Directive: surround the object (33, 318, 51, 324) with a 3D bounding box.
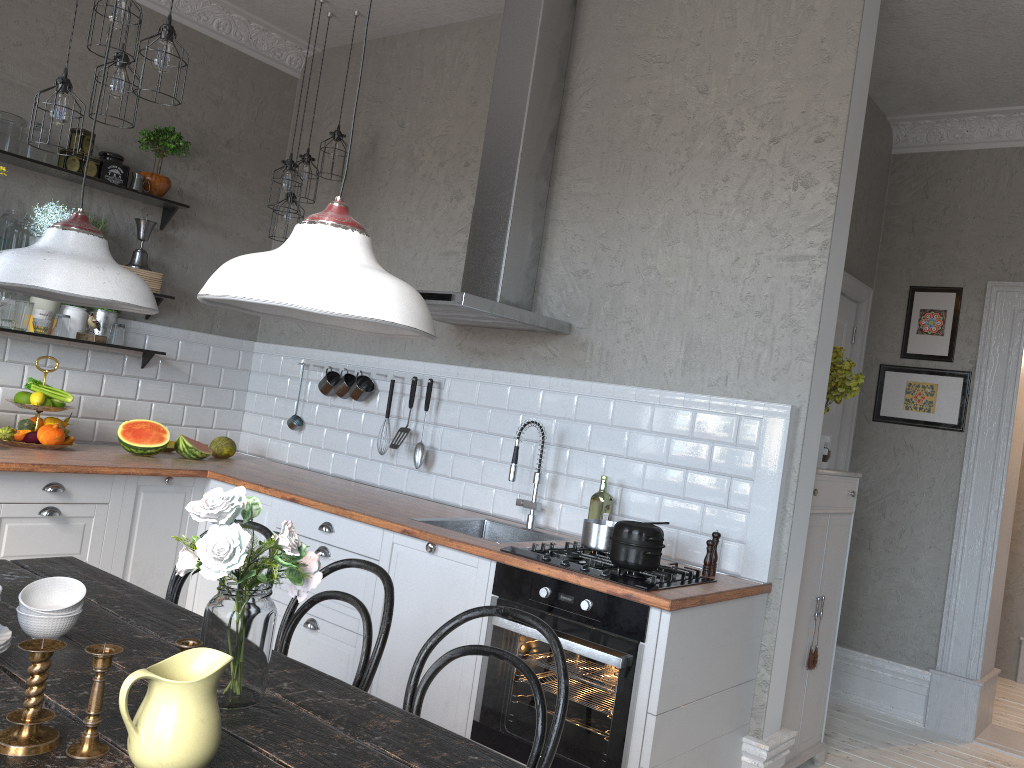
[{"bbox_3d":[-2.222,-0.281,4.181,0.076,0.051,0.078,8,-2,31],"label":"object"}]

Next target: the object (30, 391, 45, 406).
[{"bbox_3d":[-2.164,0.067,4.037,0.060,0.069,0.077,9,-2,-32],"label":"object"}]

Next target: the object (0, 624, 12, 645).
[{"bbox_3d":[-1.094,0.490,1.691,0.242,0.027,0.233,9,-2,-29],"label":"object"}]

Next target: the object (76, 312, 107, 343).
[{"bbox_3d":[-2.087,-0.283,4.423,0.100,0.147,0.119,8,-2,6],"label":"object"}]

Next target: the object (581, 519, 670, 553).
[{"bbox_3d":[0.411,0.557,3.321,0.307,0.134,0.172,9,-2,-18],"label":"object"}]

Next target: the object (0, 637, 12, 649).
[{"bbox_3d":[-1.095,0.498,1.691,0.236,0.027,0.238,8,-1,6],"label":"object"}]

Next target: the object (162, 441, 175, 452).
[{"bbox_3d":[-1.838,0.325,4.670,0.101,0.067,0.203,7,-2,45],"label":"object"}]

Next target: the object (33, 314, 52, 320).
[{"bbox_3d":[-2.220,-0.298,4.182,0.079,0.051,0.076,9,-2,-33],"label":"object"}]

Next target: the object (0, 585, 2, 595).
[{"bbox_3d":[-1.086,0.434,1.693,0.176,0.094,0.183,8,-2,29],"label":"object"}]

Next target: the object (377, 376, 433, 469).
[{"bbox_3d":[-0.527,0.178,4.337,0.322,0.443,0.083,7,-2,38],"label":"object"}]

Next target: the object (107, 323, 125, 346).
[{"bbox_3d":[-2.007,-0.253,4.498,0.076,0.108,0.079,7,-2,32],"label":"object"}]

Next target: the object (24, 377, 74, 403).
[{"bbox_3d":[-2.151,0.028,4.115,0.065,0.101,0.215,7,-2,45],"label":"object"}]

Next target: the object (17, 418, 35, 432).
[{"bbox_3d":[-2.271,0.197,4.147,0.080,0.076,0.151,9,-2,-25],"label":"object"}]

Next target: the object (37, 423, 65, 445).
[{"bbox_3d":[-2.106,0.229,4.048,0.111,0.111,0.113,8,-2,6],"label":"object"}]

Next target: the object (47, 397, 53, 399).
[{"bbox_3d":[-2.184,0.084,4.196,0.064,0.060,0.063,8,-2,26],"label":"object"}]

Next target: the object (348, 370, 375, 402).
[{"bbox_3d":[-0.776,0.012,4.582,0.110,0.161,0.134,10,-2,-35],"label":"object"}]

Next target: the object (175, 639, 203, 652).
[{"bbox_3d":[-0.549,0.512,1.470,0.060,0.167,0.058,10,-2,-38],"label":"object"}]

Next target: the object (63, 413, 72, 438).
[{"bbox_3d":[-2.138,0.196,4.223,0.062,0.120,0.123,9,-2,-28],"label":"object"}]

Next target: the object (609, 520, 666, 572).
[{"bbox_3d":[0.418,0.541,2.969,0.190,0.147,0.192,8,-2,18],"label":"object"}]

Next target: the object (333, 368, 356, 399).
[{"bbox_3d":[-0.867,0.001,4.666,0.134,0.161,0.111,7,-2,40],"label":"object"}]

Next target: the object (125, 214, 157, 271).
[{"bbox_3d":[-1.930,-0.738,4.623,0.129,0.288,0.132,8,-2,23],"label":"object"}]

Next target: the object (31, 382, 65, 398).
[{"bbox_3d":[-2.187,0.034,4.178,0.184,0.096,0.086,9,-2,-32],"label":"object"}]

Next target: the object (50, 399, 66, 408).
[{"bbox_3d":[-2.144,0.097,4.143,0.100,0.062,0.076,8,-2,11],"label":"object"}]

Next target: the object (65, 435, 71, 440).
[{"bbox_3d":[-2.210,0.244,4.219,0.219,0.044,0.053,9,-2,-14],"label":"object"}]

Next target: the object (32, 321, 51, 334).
[{"bbox_3d":[-2.225,-0.264,4.181,0.076,0.051,0.078,8,-2,31],"label":"object"}]

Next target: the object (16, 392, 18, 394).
[{"bbox_3d":[-2.282,0.065,4.124,0.059,0.054,0.059,9,-2,-26],"label":"object"}]

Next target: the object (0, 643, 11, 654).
[{"bbox_3d":[-1.097,0.507,1.691,0.242,0.027,0.233,9,-2,-34],"label":"object"}]

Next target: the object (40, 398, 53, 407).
[{"bbox_3d":[-2.153,0.093,4.078,0.065,0.061,0.065,7,-2,38],"label":"object"}]

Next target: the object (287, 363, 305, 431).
[{"bbox_3d":[-1.178,0.070,4.901,0.081,0.379,0.078,7,-2,38],"label":"object"}]

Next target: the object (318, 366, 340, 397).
[{"bbox_3d":[-0.966,-0.012,4.743,0.111,0.161,0.134,10,-2,-40],"label":"object"}]

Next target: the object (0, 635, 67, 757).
[{"bbox_3d":[-0.747,0.478,1.388,0.095,0.172,0.097,8,-2,20],"label":"object"}]

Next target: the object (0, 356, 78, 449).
[{"bbox_3d":[-2.189,0.079,4.117,0.346,0.426,0.357,8,-2,23],"label":"object"}]

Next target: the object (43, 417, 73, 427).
[{"bbox_3d":[-2.160,0.186,4.206,0.058,0.056,0.129,8,-2,31],"label":"object"}]

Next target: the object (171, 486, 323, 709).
[{"bbox_3d":[-0.507,0.398,1.694,0.246,0.414,0.318,7,-2,37],"label":"object"}]

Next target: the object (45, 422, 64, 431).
[{"bbox_3d":[-2.137,0.215,4.125,0.090,0.078,0.086,9,-2,-25],"label":"object"}]

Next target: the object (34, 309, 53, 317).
[{"bbox_3d":[-2.216,-0.323,4.183,0.076,0.051,0.078,8,-2,24],"label":"object"}]

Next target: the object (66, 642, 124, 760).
[{"bbox_3d":[-0.653,0.492,1.393,0.063,0.172,0.061,9,-2,-30],"label":"object"}]

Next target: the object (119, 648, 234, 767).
[{"bbox_3d":[-0.520,0.512,1.376,0.136,0.170,0.149,8,-2,0],"label":"object"}]

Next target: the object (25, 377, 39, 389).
[{"bbox_3d":[-2.193,-0.001,4.065,0.050,0.058,0.073,8,-2,15],"label":"object"}]

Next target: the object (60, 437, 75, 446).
[{"bbox_3d":[-2.107,0.267,4.158,0.090,0.051,0.068,9,-2,-4],"label":"object"}]

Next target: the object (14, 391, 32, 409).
[{"bbox_3d":[-2.233,0.074,4.070,0.099,0.078,0.097,8,-2,25],"label":"object"}]

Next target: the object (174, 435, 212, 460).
[{"bbox_3d":[-1.613,0.325,4.524,0.146,0.127,0.227,8,-2,21],"label":"object"}]

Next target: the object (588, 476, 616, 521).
[{"bbox_3d":[0.371,0.517,3.610,0.080,0.282,0.091,7,-2,39],"label":"object"}]

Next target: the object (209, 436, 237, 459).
[{"bbox_3d":[-1.562,0.343,4.786,0.132,0.119,0.204,8,-2,2],"label":"object"}]

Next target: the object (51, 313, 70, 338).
[{"bbox_3d":[-2.190,-0.284,4.307,0.076,0.108,0.079,7,-2,32],"label":"object"}]

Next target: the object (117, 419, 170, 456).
[{"bbox_3d":[-1.810,0.268,4.349,0.240,0.174,0.213,9,-2,-30],"label":"object"}]

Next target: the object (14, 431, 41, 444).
[{"bbox_3d":[-2.249,0.245,4.066,0.226,0.076,0.070,8,-2,20],"label":"object"}]

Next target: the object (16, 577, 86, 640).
[{"bbox_3d":[-0.986,0.482,1.891,0.127,0.119,0.125,10,-2,-36],"label":"object"}]

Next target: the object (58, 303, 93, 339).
[{"bbox_3d":[-2.196,-0.334,4.417,0.176,0.214,0.145,9,-2,-22],"label":"object"}]

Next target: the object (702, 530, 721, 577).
[{"bbox_3d":[0.730,0.616,3.239,0.035,0.167,0.074,7,-2,38],"label":"object"}]

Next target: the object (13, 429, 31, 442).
[{"bbox_3d":[-2.246,0.236,4.045,0.086,0.057,0.087,9,-2,-20],"label":"object"}]

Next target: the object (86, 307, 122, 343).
[{"bbox_3d":[-2.099,-0.315,4.554,0.150,0.213,0.162,7,-2,36],"label":"object"}]

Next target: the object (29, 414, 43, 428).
[{"bbox_3d":[-2.244,0.190,4.169,0.085,0.093,0.087,7,-2,34],"label":"object"}]

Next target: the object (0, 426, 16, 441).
[{"bbox_3d":[-2.298,0.224,4.035,0.077,0.072,0.149,9,-2,-22],"label":"object"}]

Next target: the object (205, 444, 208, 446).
[{"bbox_3d":[-1.689,0.345,4.706,0.120,0.073,0.200,8,-1,2],"label":"object"}]
